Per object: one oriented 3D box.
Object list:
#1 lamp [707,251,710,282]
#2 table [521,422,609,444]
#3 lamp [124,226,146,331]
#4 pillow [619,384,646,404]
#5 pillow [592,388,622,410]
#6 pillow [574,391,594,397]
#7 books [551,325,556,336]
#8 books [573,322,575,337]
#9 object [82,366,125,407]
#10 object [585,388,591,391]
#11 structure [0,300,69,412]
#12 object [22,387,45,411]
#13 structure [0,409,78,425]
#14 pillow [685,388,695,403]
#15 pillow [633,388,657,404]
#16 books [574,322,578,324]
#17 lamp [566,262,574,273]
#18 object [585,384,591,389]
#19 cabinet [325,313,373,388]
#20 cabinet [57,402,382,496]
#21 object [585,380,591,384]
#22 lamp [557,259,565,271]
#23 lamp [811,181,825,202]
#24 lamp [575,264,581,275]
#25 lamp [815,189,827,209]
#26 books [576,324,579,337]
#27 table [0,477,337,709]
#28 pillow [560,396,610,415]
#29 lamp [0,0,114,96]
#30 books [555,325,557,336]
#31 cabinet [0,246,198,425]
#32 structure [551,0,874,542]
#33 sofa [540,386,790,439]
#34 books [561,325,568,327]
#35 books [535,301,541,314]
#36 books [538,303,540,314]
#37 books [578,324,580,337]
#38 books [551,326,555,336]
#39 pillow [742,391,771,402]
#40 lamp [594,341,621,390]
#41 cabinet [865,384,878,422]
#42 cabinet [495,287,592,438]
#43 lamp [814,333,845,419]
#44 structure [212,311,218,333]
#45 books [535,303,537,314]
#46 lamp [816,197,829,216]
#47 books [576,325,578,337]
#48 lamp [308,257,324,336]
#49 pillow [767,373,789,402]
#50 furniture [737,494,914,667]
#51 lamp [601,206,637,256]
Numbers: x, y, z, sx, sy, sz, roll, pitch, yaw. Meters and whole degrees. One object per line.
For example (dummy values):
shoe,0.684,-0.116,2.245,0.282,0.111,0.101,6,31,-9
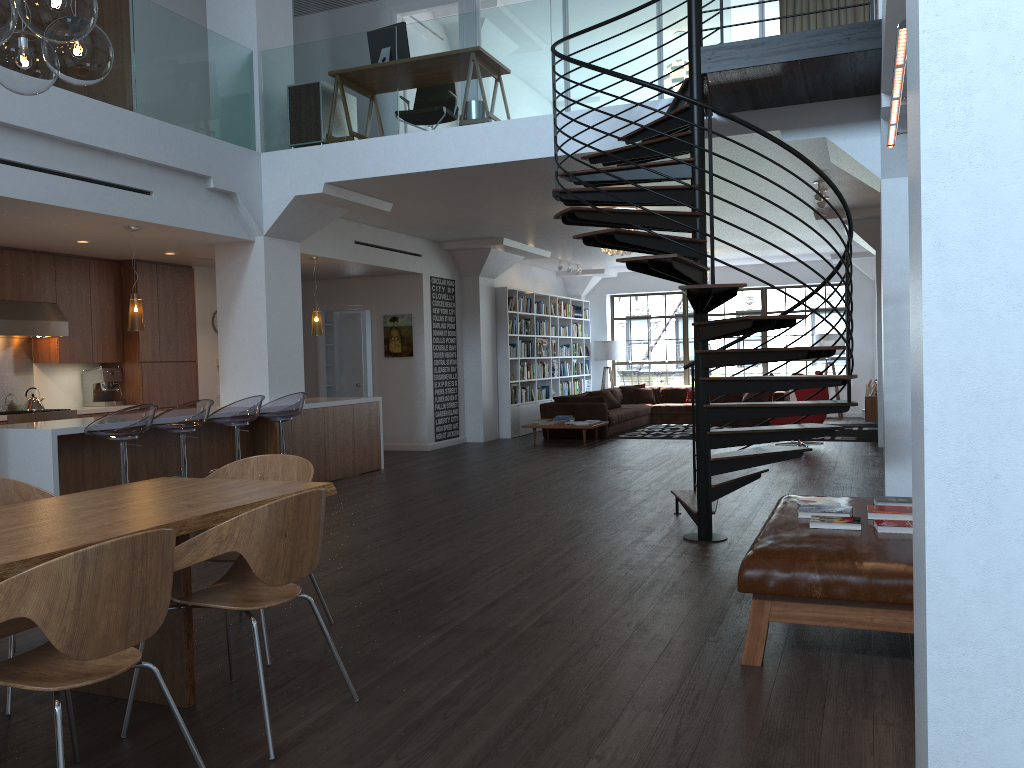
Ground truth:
lamp,3.142,-1.964,15.089,0.442,0.539,0.441,-2,2,-26
table,0.811,0.734,13.374,1.100,0.271,0.853,-1,2,22
lamp,-2.110,-1.414,8.342,2.842,1.807,0.149,-2,2,-29
pillow,2.374,0.207,17.145,0.580,0.418,0.334,-2,2,-5
pillow,1.657,0.284,15.690,0.325,0.391,0.625,0,2,38
pillow,1.224,0.312,14.325,0.269,0.411,0.559,-2,2,-22
books,0.732,-0.979,16.365,0.146,0.202,0.027,-1,2,22
books,1.134,-1.063,17.364,0.176,0.290,0.053,-1,2,21
object,-4.551,0.026,9.978,0.439,0.455,0.284,-1,2,22
object,1.412,0.138,18.135,0.331,0.088,0.410,-1,2,22
structure,-4.977,-0.267,8.911,0.529,1.110,0.811,-1,2,22
object,-4.955,0.151,9.177,0.222,0.235,0.222,-2,2,-3
structure,-4.889,0.734,8.915,0.662,0.919,0.811,-1,2,22
pillow,3.505,0.224,16.739,0.465,0.308,0.220,-1,2,18
pillow,2.515,0.227,16.984,0.489,0.337,0.238,-2,2,-9
books,1.233,-1.073,17.617,0.176,0.290,0.036,-1,2,21
lamp,1.037,-2.107,16.011,0.120,0.211,0.111,-2,2,-19
object,1.410,0.050,18.132,0.331,0.088,0.410,-1,2,22
cabinet,-2.673,-0.573,14.646,0.527,2.991,2.630,-1,2,22
cabinet,-2.810,0.694,8.584,0.898,0.796,4.493,-1,2,22
object,1.401,-0.038,18.132,0.316,0.088,0.410,-1,2,22
lamp,0.849,-2.089,15.542,0.120,0.211,0.111,-3,2,-34
lamp,3.126,-1.960,9.028,0.120,0.211,0.111,-2,2,-4
lamp,1.231,-2.126,16.491,0.120,0.211,0.111,-2,2,-4
lamp,3.320,-1.979,9.509,0.120,0.211,0.111,-2,2,-19
books,1.229,-1.053,17.582,0.183,0.253,0.034,-1,2,21
table,-1.941,0.884,2.336,1.012,0.750,3.803,-1,2,22
pillow,1.162,0.364,14.065,0.750,0.364,0.289,-1,2,21
lamp,-1.900,-1.975,2.549,0.849,2.140,1.787,-1,2,21
books,0.750,-0.980,16.387,0.146,0.202,0.027,-1,2,22
cabinet,-5.105,-0.087,8.481,0.598,2.499,5.299,-1,2,22
structure,1.281,-1.109,6.076,1.998,4.352,1.998,-2,2,-17
sofa,2.815,0.429,15.292,3.481,0.664,4.197,-1,2,22
books,1.013,-1.022,17.069,0.140,0.231,0.042,-1,2,22
books,0.443,-1.338,15.660,0.140,0.231,0.042,-1,2,22
books,0.415,-1.320,15.580,0.146,0.202,0.027,-1,2,22
books,1.253,-1.059,17.662,0.180,0.259,0.060,-1,2,21
books,0.725,-0.973,16.333,0.139,0.191,0.036,-1,2,22
pillow,4.464,0.179,16.223,0.542,0.362,0.248,0,2,43
lamp,1.968,-0.091,18.239,0.545,1.579,0.545,-1,2,11
cabinet,5.893,0.263,14.164,0.459,0.350,4.501,-1,2,22
cabinet,0.576,-0.416,16.274,0.461,2.414,4.500,-1,2,22
lamp,5.930,-0.145,16.532,0.545,1.579,0.545,0,2,33
structure,-3.672,-0.784,11.196,0.040,0.300,0.300,-1,2,22
books,0.364,-1.310,15.449,0.139,0.191,0.036,-1,2,22
lamp,3.509,-1.997,9.978,0.120,0.211,0.111,-3,2,-34
books,1.205,-1.045,17.550,0.174,0.240,0.045,-1,2,21
lamp,-2.264,-1.011,10.232,0.149,0.900,0.149,-2,2,-23
pillow,4.715,0.088,16.296,0.651,0.587,0.335,-1,2,1
furniture,1.671,0.883,4.283,0.907,0.453,1.819,-1,2,22
lamp,1.256,-1.779,10.396,0.442,0.539,0.441,-2,2,-26
